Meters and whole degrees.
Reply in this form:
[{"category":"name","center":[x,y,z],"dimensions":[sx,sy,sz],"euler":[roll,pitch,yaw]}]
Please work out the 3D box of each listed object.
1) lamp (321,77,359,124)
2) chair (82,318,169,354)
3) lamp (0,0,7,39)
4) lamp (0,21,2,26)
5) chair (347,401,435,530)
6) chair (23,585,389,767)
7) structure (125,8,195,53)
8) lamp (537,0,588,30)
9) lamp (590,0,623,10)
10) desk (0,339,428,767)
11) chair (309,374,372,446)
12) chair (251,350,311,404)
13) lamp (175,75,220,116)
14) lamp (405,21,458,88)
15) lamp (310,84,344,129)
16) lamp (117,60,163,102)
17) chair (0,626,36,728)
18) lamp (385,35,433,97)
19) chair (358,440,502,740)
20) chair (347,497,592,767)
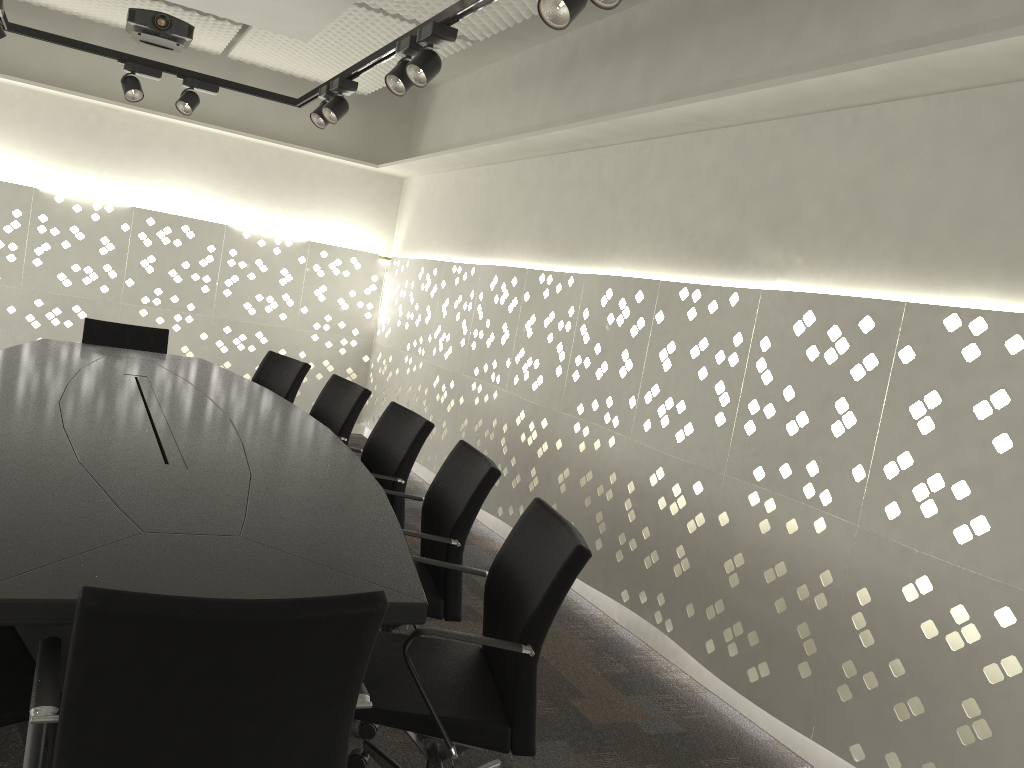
[{"category":"lamp","center":[-0.793,-1.297,4.032],"dimensions":[0.126,0.224,0.213],"euler":[8,5,-24]},{"category":"chair","center":[-1.990,0.085,4.533],"dimensions":[0.559,0.757,0.579],"euler":[8,5,-22]},{"category":"lamp","center":[-2.141,-1.505,3.649],"dimensions":[0.126,0.224,0.213],"euler":[8,5,-24]},{"category":"lamp","center":[-2.045,-1.471,3.450],"dimensions":[0.126,0.224,0.213],"euler":[8,5,-24]},{"category":"chair","center":[-0.615,0.448,3.216],"dimensions":[0.579,0.757,0.559],"euler":[8,5,-22]},{"category":"chair","center":[-0.534,0.619,1.425],"dimensions":[0.559,0.757,0.579],"euler":[8,5,-22]},{"category":"structure","center":[-1.901,-1.906,4.779],"dimensions":[0.327,0.144,0.371],"euler":[8,6,-27]},{"category":"lamp","center":[0.139,-0.961,2.107],"dimensions":[0.126,0.224,0.213],"euler":[8,5,-24]},{"category":"lamp","center":[0.236,-0.926,1.908],"dimensions":[0.126,0.224,0.213],"euler":[8,5,-24]},{"category":"desk","center":[-1.254,0.409,2.942],"dimensions":[1.223,0.658,3.364],"euler":[8,6,-27]},{"category":"chair","center":[-0.937,0.339,3.794],"dimensions":[0.579,0.757,0.559],"euler":[8,6,-27]},{"category":"chair","center":[-1.330,0.221,4.342],"dimensions":[0.579,0.757,0.559],"euler":[6,6,-37]},{"category":"lamp","center":[-1.642,-1.501,4.619],"dimensions":[0.214,0.224,0.118],"euler":[6,6,-38]},{"category":"lamp","center":[-0.284,-1.114,2.982],"dimensions":[0.126,0.224,0.213],"euler":[8,5,-24]},{"category":"lamp","center":[-0.889,-1.332,4.231],"dimensions":[0.126,0.224,0.213],"euler":[8,5,-24]},{"category":"lamp","center":[-1.890,-1.534,4.483],"dimensions":[0.213,0.224,0.126],"euler":[8,5,-24]},{"category":"chair","center":[-1.126,0.504,1.526],"dimensions":[0.579,0.757,0.559],"euler":[6,6,-37]},{"category":"lamp","center":[-0.380,-1.148,3.180],"dimensions":[0.126,0.224,0.213],"euler":[8,5,-24]},{"category":"chair","center":[-0.356,0.548,2.601],"dimensions":[0.579,0.757,0.559],"euler":[9,5,-12]},{"category":"chair","center":[-0.156,0.642,1.944],"dimensions":[0.579,0.757,0.559],"euler":[10,5,-7]}]
